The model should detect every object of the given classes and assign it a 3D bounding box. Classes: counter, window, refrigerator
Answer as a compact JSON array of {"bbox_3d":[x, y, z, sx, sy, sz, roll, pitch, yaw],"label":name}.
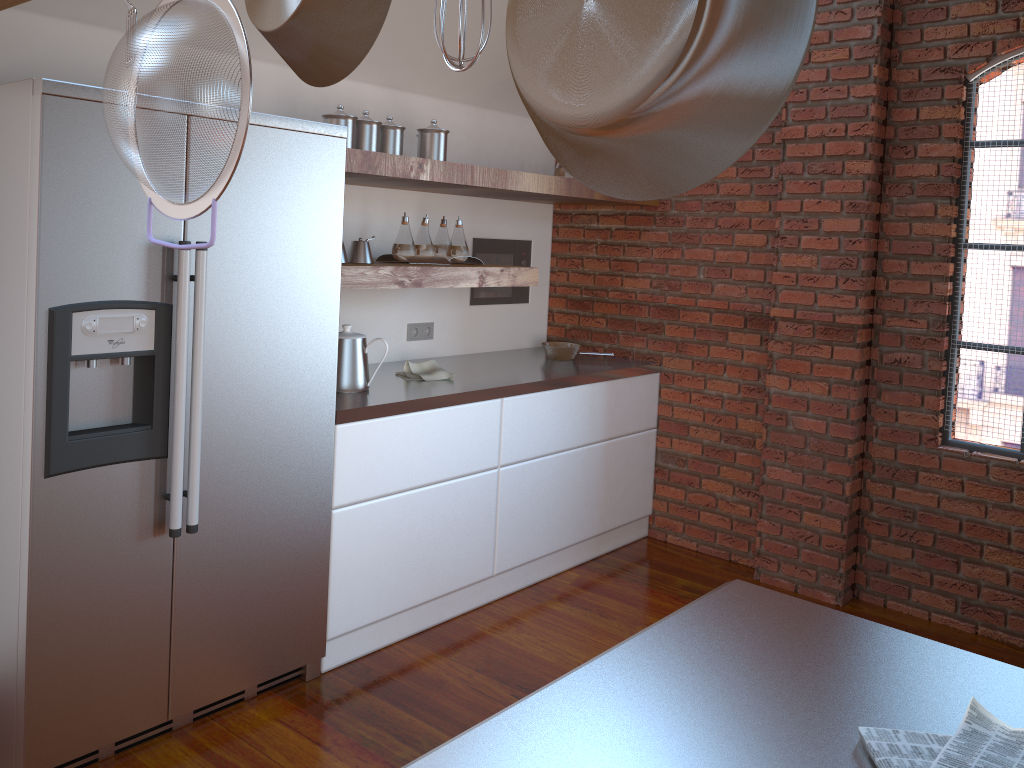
[{"bbox_3d":[-0.186,-0.038,3.796,0.720,0.044,1.991,11,12,39],"label":"counter"},{"bbox_3d":[1.213,0.661,0.055,3.168,0.129,1.028,11,12,40],"label":"counter"},{"bbox_3d":[6.218,0.001,2.717,17.518,9.852,3.639,7,5,30],"label":"window"},{"bbox_3d":[-1.106,0.062,2.671,0.786,1.762,0.913,6,5,40],"label":"refrigerator"}]

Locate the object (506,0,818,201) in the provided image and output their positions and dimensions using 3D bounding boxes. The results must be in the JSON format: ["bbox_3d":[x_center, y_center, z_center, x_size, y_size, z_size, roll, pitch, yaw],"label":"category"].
[{"bbox_3d":[0.081,-0.354,0.622,0.069,0.441,0.267,0,5,-44],"label":"object"}]

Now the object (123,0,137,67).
[{"bbox_3d":[-0.505,-0.563,1.150,0.023,0.287,0.059,1,3,-34],"label":"object"}]

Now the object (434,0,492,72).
[{"bbox_3d":[-0.036,-0.427,0.735,0.046,0.330,0.045,2,3,-25],"label":"object"}]

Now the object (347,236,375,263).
[{"bbox_3d":[-0.559,-0.497,3.238,0.106,0.099,0.107,2,6,-8],"label":"object"}]

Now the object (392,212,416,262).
[{"bbox_3d":[-0.418,-0.572,3.420,0.093,0.190,0.094,0,5,-37],"label":"object"}]

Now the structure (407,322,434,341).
[{"bbox_3d":[-0.429,-0.243,4.059,0.033,0.079,0.161,6,8,40],"label":"structure"}]

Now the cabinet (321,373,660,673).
[{"bbox_3d":[-0.208,0.391,3.814,0.716,0.811,1.991,7,9,40],"label":"cabinet"}]

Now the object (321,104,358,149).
[{"bbox_3d":[-0.613,-0.904,3.126,0.129,0.176,0.127,6,6,35],"label":"object"}]

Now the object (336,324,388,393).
[{"bbox_3d":[-0.614,-0.098,3.202,0.301,0.237,0.182,1,5,-18],"label":"object"}]

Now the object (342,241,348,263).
[{"bbox_3d":[-0.637,-0.476,3.148,0.106,0.081,0.107,0,7,-21],"label":"object"}]

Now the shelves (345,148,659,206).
[{"bbox_3d":[-0.170,-0.864,3.778,0.660,0.076,1.985,11,12,39],"label":"shelves"}]

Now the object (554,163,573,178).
[{"bbox_3d":[0.247,-1.045,4.158,0.093,0.190,0.094,0,5,-37],"label":"object"}]

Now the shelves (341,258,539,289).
[{"bbox_3d":[-0.485,-0.440,3.448,0.660,0.076,1.070,11,12,40],"label":"shelves"}]

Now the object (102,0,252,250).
[{"bbox_3d":[-0.395,-0.414,0.973,0.274,0.526,0.085,6,4,40],"label":"object"}]

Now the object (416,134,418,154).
[{"bbox_3d":[-0.330,-0.969,3.601,0.129,0.176,0.127,6,6,35],"label":"object"}]

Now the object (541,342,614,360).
[{"bbox_3d":[0.310,-0.150,4.271,0.349,0.074,0.196,6,9,21],"label":"object"}]

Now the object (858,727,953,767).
[{"bbox_3d":[0.496,0.413,0.900,0.231,0.026,0.166,4,9,5],"label":"object"}]

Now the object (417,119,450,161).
[{"bbox_3d":[-0.307,-0.936,3.407,0.129,0.176,0.127,6,6,35],"label":"object"}]

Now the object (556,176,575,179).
[{"bbox_3d":[0.277,-0.967,4.204,0.196,0.032,0.224,10,12,38],"label":"object"}]

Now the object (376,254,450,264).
[{"bbox_3d":[-0.389,-0.494,3.466,0.196,0.032,0.224,10,12,38],"label":"object"}]

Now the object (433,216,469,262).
[{"bbox_3d":[-0.257,-0.603,3.661,0.093,0.191,0.204,0,7,-40],"label":"object"}]

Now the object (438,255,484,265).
[{"bbox_3d":[-0.260,-0.520,3.664,0.195,0.032,0.226,-5,12,-39],"label":"object"}]

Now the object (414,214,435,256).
[{"bbox_3d":[-0.350,-0.581,3.505,0.093,0.191,0.094,2,4,-6],"label":"object"}]

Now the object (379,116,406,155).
[{"bbox_3d":[-0.472,-0.936,3.363,0.129,0.176,0.127,6,6,35],"label":"object"}]

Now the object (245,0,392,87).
[{"bbox_3d":[-0.192,-0.467,0.837,0.195,0.357,0.085,7,5,45],"label":"object"}]

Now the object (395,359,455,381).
[{"bbox_3d":[-0.354,-0.060,3.556,0.204,0.061,0.198,-2,10,-27],"label":"object"}]

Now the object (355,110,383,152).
[{"bbox_3d":[-0.544,-0.920,3.242,0.129,0.176,0.127,6,6,35],"label":"object"}]

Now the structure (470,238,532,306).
[{"bbox_3d":[-0.050,-0.569,4.468,0.013,0.332,0.458,5,7,40],"label":"structure"}]

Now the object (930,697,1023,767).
[{"bbox_3d":[0.514,0.404,0.868,0.166,0.049,0.233,10,12,40],"label":"object"}]
